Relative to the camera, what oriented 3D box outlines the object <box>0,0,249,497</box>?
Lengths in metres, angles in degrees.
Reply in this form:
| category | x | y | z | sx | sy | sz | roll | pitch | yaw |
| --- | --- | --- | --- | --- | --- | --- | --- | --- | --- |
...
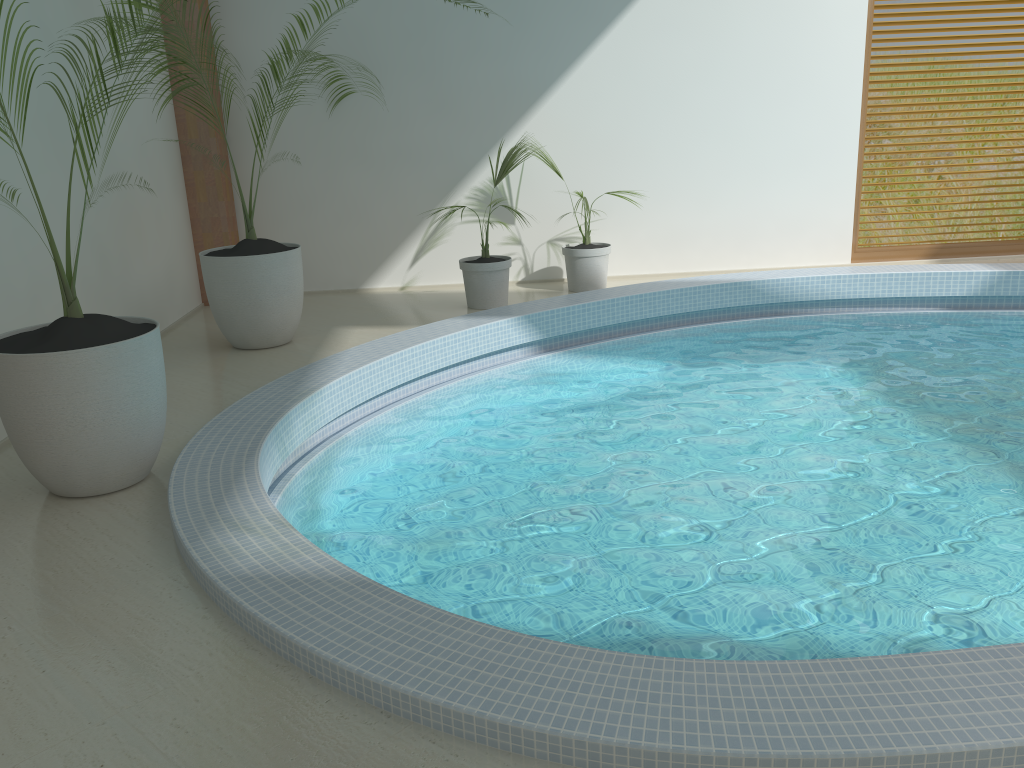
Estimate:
| category | x | y | z | sx | sy | sz | roll | pitch | yaw |
| --- | --- | --- | --- | --- | --- | --- | --- | --- | --- |
| object | -1.740 | -1.062 | 3.542 | 2.729 | 2.960 | 2.979 | -15 | 20 | -35 |

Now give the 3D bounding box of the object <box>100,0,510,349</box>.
| category | x | y | z | sx | sy | sz | roll | pitch | yaw |
| --- | --- | --- | --- | --- | --- | --- | --- | --- | --- |
| object | -1.657 | -1.750 | 5.829 | 2.729 | 2.960 | 2.979 | -9 | 18 | -20 |

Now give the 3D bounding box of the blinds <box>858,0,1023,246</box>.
| category | x | y | z | sx | sy | sz | roll | pitch | yaw |
| --- | --- | --- | --- | --- | --- | --- | --- | --- | --- |
| blinds | 5.106 | -3.267 | 7.951 | 4.500 | 4.025 | 0.099 | -3 | 17 | -2 |

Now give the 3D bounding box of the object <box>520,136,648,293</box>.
| category | x | y | z | sx | sy | sz | roll | pitch | yaw |
| --- | --- | --- | --- | --- | --- | --- | --- | --- | --- |
| object | 0.585 | -1.404 | 7.229 | 1.067 | 1.310 | 0.822 | 0 | 17 | 10 |

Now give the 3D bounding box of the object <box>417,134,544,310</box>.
| category | x | y | z | sx | sy | sz | roll | pitch | yaw |
| --- | --- | --- | --- | --- | --- | --- | --- | --- | --- |
| object | -0.147 | -1.240 | 6.791 | 0.822 | 1.310 | 1.067 | 10 | 21 | 36 |
